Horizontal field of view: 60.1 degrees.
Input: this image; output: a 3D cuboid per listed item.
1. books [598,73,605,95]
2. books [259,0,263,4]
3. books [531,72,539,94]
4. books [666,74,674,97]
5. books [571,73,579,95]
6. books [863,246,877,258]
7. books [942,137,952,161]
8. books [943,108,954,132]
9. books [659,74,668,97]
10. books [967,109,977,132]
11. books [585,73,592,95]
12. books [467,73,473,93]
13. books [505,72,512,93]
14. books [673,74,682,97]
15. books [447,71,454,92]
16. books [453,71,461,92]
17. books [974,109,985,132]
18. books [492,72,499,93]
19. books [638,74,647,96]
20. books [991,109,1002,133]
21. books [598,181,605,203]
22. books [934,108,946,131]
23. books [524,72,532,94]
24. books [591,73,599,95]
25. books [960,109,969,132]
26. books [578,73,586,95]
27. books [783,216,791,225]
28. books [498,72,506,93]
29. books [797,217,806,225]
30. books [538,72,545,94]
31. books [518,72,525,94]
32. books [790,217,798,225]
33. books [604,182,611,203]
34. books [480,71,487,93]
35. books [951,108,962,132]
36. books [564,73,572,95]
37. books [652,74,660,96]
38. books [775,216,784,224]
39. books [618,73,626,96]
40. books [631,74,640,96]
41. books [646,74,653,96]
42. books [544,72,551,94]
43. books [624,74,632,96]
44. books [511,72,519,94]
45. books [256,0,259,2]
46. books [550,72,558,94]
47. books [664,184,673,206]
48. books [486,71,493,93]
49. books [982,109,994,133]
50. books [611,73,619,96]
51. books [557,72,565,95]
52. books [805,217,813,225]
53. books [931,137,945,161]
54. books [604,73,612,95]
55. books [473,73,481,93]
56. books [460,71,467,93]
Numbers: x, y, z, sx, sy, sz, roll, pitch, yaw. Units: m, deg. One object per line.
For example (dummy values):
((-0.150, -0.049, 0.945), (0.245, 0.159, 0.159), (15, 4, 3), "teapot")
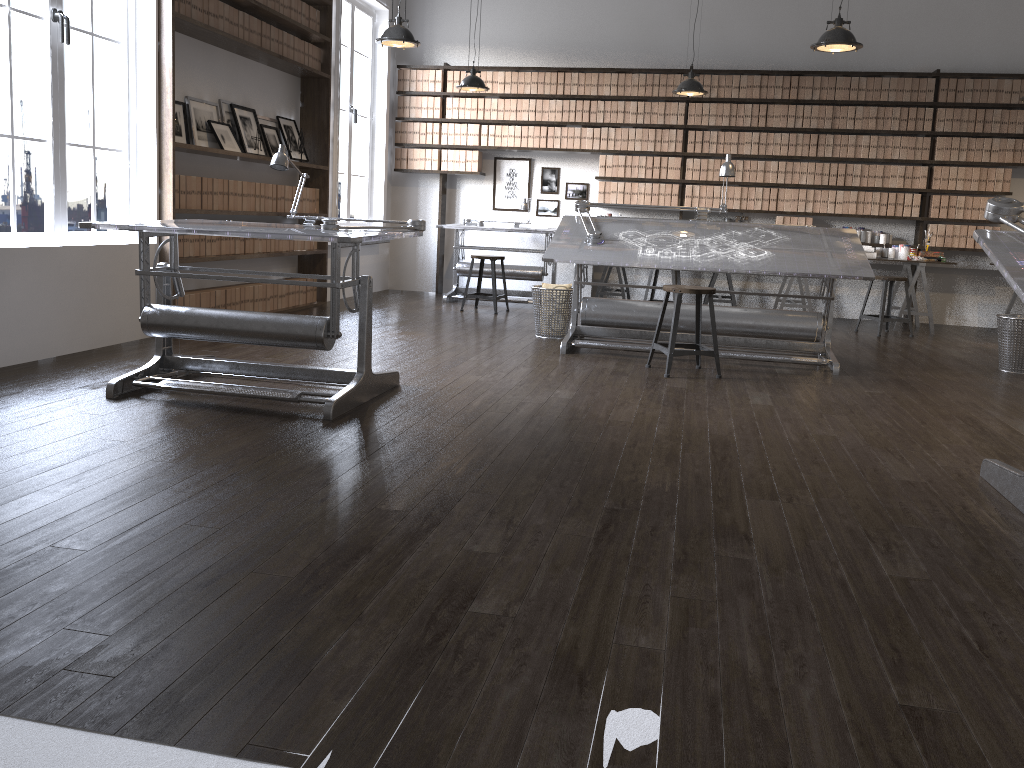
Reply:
((0.935, -3.091, 9.178), (0.067, 0.224, 0.176), (4, 9, 11), "books")
((-1.996, -2.986, 6.764), (0.175, 0.224, 0.067), (5, 8, 11), "books")
((0.252, -3.149, 9.310), (0.067, 0.224, 0.176), (4, 9, 11), "books")
((1.617, -3.033, 9.043), (0.067, 0.224, 0.175), (4, 9, 11), "books")
((0.664, -3.114, 9.229), (0.067, 0.224, 0.175), (4, 9, 11), "books")
((3.360, -1.296, 8.557), (0.294, 0.146, 0.388), (5, 10, 11), "books")
((4.197, -2.271, 8.586), (0.067, 0.224, 0.176), (4, 9, 11), "books")
((4.197, -2.536, 8.552), (0.067, 0.224, 0.176), (4, 9, 11), "books")
((1.549, -3.038, 9.055), (0.067, 0.224, 0.176), (4, 9, 11), "books")
((4.395, -2.520, 8.519), (0.067, 0.224, 0.176), (4, 9, 11), "books")
((0.804, -3.103, 9.206), (0.067, 0.224, 0.176), (4, 9, 11), "books")
((-0.426, -3.208, 9.448), (0.067, 0.224, 0.175), (4, 9, 11), "books")
((-0.024, -3.173, 9.367), (0.067, 0.224, 0.176), (4, 9, 11), "books")
((1.685, -3.026, 9.026), (0.067, 0.224, 0.175), (4, 9, 11), "books")
((-0.640, -3.227, 9.496), (0.067, 0.224, 0.176), (4, 9, 11), "books")
((-0.569, -3.220, 9.476), (0.067, 0.224, 0.176), (4, 9, 11), "books")
((4.466, -2.513, 8.500), (0.067, 0.224, 0.176), (4, 9, 11), "books")
((-0.155, -3.185, 9.397), (0.067, 0.224, 0.176), (4, 9, 11), "books")
((1.342, -3.055, 9.091), (0.067, 0.224, 0.176), (4, 9, 11), "books")
((4.609, -2.501, 8.472), (0.067, 0.224, 0.175), (4, 9, 11), "books")
((0.949, -2.010, 9.306), (0.067, 0.224, 0.176), (4, 9, 11), "books")
((4.127, -2.543, 8.570), (0.067, 0.224, 0.175), (4, 9, 11), "books")
((0.182, -3.156, 9.328), (0.067, 0.224, 0.175), (4, 9, 11), "books")
((0.869, -3.096, 9.187), (0.067, 0.224, 0.176), (4, 9, 11), "books")
((4.330, -2.526, 8.530), (0.067, 0.224, 0.176), (4, 9, 11), "books")
((0.734, -3.109, 9.220), (0.067, 0.224, 0.175), (4, 9, 11), "books")
((2.774, -1.584, 8.980), (0.067, 0.224, 0.176), (4, 9, 11), "books")
((-0.094, -3.179, 9.383), (0.067, 0.224, 0.176), (4, 9, 11), "books")
((2.911, -1.571, 8.948), (0.067, 0.224, 0.175), (4, 9, 11), "books")
((0.323, -3.143, 9.296), (0.067, 0.224, 0.176), (4, 9, 11), "books")
((0.115, -3.162, 9.345), (0.067, 0.224, 0.175), (4, 9, 11), "books")
((2.843, -1.578, 8.966), (0.067, 0.224, 0.175), (4, 9, 11), "books")
((1.015, -2.006, 9.298), (0.067, 0.224, 0.176), (4, 9, 11), "books")
((-0.286, -3.196, 9.425), (0.067, 0.224, 0.176), (4, 9, 11), "books")
((4.268, -2.530, 8.538), (0.067, 0.224, 0.176), (4, 9, 11), "books")
((0.596, -3.121, 9.248), (0.067, 0.224, 0.176), (4, 9, 11), "books")
((1.476, -3.045, 9.069), (0.067, 0.224, 0.176), (4, 9, 11), "books")
((2.707, -1.589, 8.988), (0.067, 0.224, 0.176), (4, 9, 11), "books")
((1.136, -3.074, 9.138), (0.067, 0.224, 0.176), (4, 9, 11), "books")
((1.272, -3.062, 9.109), (0.067, 0.224, 0.175), (4, 9, 11), "books")
((1.413, -3.049, 9.077), (0.067, 0.224, 0.176), (4, 9, 11), "books")
((0.385, -3.138, 9.288), (0.067, 0.224, 0.176), (4, 9, 11), "books")
((1.205, -3.068, 9.126), (0.067, 0.224, 0.175), (4, 9, 11), "books")
((0.046, -3.168, 9.357), (0.067, 0.224, 0.176), (4, 9, 11), "books")
((-2.009, -2.974, 6.693), (0.175, 0.224, 0.067), (5, 8, 11), "books")
((0.450, -3.133, 9.277), (0.067, 0.224, 0.176), (4, 9, 11), "books")
((1.620, -1.954, 9.178), (0.067, 0.224, 0.176), (4, 9, 11), "books")
((-0.222, -3.190, 9.406), (0.067, 0.224, 0.176), (4, 9, 11), "books")
((4.541, -2.508, 8.490), (0.067, 0.224, 0.176), (4, 9, 11), "books")
((1.066, -3.079, 9.148), (0.067, 0.224, 0.176), (4, 9, 11), "books")
((0.521, -3.126, 9.257), (0.067, 0.224, 0.176), (4, 9, 11), "books")
((2.982, -1.566, 8.939), (0.067, 0.224, 0.176), (4, 9, 11), "books")
((4.136, -2.277, 8.602), (0.067, 0.224, 0.176), (4, 9, 11), "books")
((0.996, -3.086, 9.164), (0.067, 0.224, 0.176), (4, 9, 11), "books")
((-0.356, -3.202, 9.439), (0.067, 0.224, 0.175), (4, 9, 11), "books")
((-0.494, -3.214, 9.467), (0.067, 0.224, 0.176), (4, 9, 11), "books")
